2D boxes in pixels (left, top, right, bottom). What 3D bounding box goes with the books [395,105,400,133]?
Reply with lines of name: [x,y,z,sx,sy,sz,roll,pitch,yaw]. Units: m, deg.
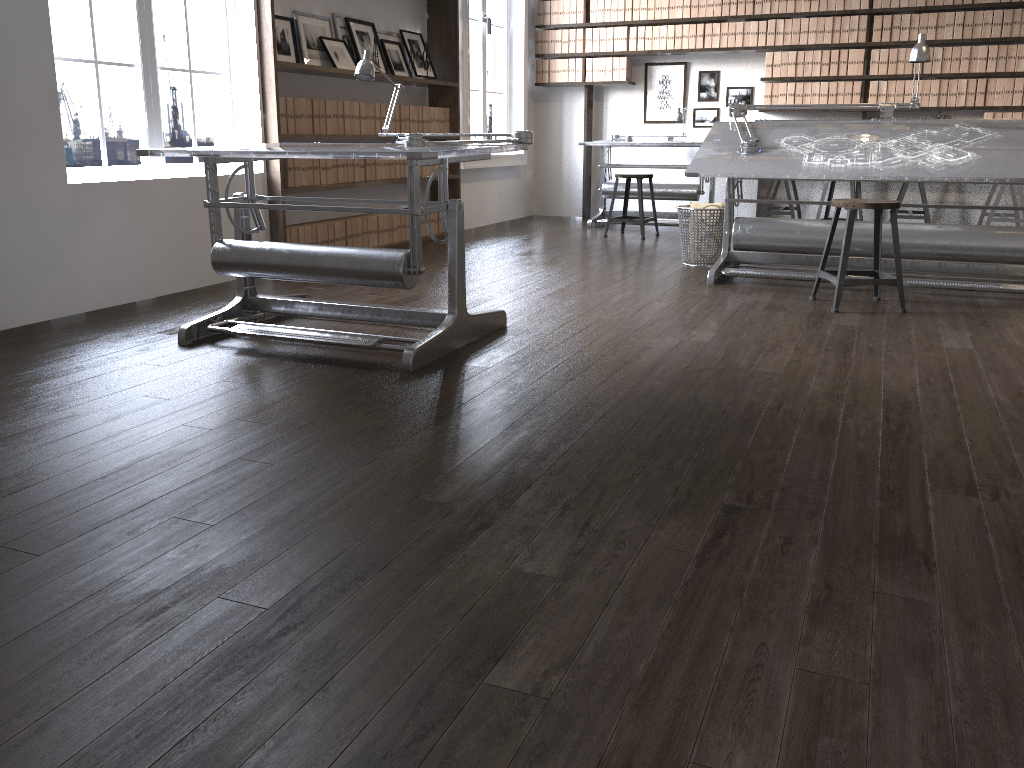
books: [-0.944,-2.002,6.719,0.175,0.223,0.067,6,14,22]

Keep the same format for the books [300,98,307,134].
books: [-1.402,-1.703,5.647,0.175,0.223,0.067,6,14,22]

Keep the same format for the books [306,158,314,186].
books: [-1.387,-1.405,5.763,0.175,0.223,0.067,6,14,22]

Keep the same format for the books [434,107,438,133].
books: [-0.698,-2.158,7.280,0.175,0.223,0.067,6,14,22]

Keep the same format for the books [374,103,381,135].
books: [-1.051,-1.930,6.462,0.175,0.223,0.067,6,14,22]

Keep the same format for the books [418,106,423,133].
books: [-0.804,-2.093,7.044,0.175,0.223,0.067,6,14,22]

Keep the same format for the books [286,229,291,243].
books: [-1.493,-0.872,5.622,0.175,0.223,0.067,6,14,22]

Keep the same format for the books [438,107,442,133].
books: [-0.674,-2.176,7.344,0.175,0.223,0.067,6,14,22]

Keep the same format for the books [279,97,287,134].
books: [-1.482,-1.651,5.459,0.175,0.223,0.067,6,14,22]

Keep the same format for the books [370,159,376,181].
books: [-1.088,-1.598,6.457,0.175,0.223,0.067,6,14,22]

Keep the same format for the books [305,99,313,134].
books: [-1.379,-1.720,5.707,0.175,0.223,0.067,6,14,22]

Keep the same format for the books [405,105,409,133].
books: [-0.887,-2.039,6.853,0.175,0.223,0.067,6,14,22]

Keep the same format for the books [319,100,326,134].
books: [-1.322,-1.757,5.841,0.175,0.223,0.067,6,14,22]

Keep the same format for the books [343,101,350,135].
books: [-1.207,-1.827,6.090,0.175,0.223,0.067,6,14,22]

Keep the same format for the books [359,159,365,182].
books: [-1.146,-1.561,6.322,0.175,0.223,0.067,6,14,22]

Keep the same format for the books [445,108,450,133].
books: [-0.617,-2.209,7.464,0.175,0.223,0.067,6,14,22]

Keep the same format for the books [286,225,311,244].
books: [-1.408,-0.925,5.812,0.175,0.223,0.067,6,14,22]

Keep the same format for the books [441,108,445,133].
books: [-0.649,-2.194,7.408,0.175,0.223,0.067,6,14,22]

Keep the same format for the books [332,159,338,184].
books: [-1.278,-1.474,6.010,0.175,0.223,0.067,6,14,22]

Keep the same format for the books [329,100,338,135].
books: [-1.266,-1.793,5.968,0.175,0.223,0.067,6,14,22]

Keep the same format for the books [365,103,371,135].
books: [-1.107,-1.896,6.337,0.175,0.223,0.067,6,14,22]

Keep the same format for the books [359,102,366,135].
books: [-1.130,-1.878,6.273,0.175,0.223,0.067,6,14,22]

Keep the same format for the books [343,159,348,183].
books: [-1.227,-1.508,6.131,0.175,0.223,0.067,6,14,22]

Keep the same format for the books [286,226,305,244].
books: [-1.434,-0.906,5.746,0.175,0.223,0.067,6,14,22]

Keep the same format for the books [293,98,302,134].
books: [-1.423,-1.687,5.588,0.175,0.223,0.067,6,14,22]

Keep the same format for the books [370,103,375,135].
books: [-1.081,-1.913,6.401,0.175,0.223,0.067,6,14,22]

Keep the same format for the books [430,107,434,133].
books: [-0.725,-2.142,7.220,0.175,0.223,0.067,6,14,22]

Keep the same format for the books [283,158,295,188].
books: [-1.463,-1.351,5.567,0.175,0.223,0.067,6,14,22]

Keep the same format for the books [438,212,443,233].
books: [-0.681,-1.395,7.499,0.175,0.223,0.067,6,14,22]

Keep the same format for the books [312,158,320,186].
books: [-1.358,-1.423,5.825,0.175,0.223,0.067,6,14,22]

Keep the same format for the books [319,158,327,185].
books: [-1.327,-1.440,5.887,0.175,0.223,0.067,6,14,22]

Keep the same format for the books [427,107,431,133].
books: [-0.751,-2.126,7.164,0.175,0.223,0.067,6,14,22]

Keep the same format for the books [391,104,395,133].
books: [-0.971,-1.983,6.650,0.175,0.223,0.067,6,14,22]

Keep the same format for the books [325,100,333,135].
books: [-1.290,-1.775,5.903,0.175,0.223,0.067,6,14,22]

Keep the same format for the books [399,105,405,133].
books: [-0.911,-2.020,6.783,0.175,0.223,0.067,6,14,22]

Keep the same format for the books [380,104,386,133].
books: [-1.020,-1.948,6.526,0.175,0.223,0.067,6,14,22]

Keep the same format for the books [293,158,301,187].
books: [-1.435,-1.369,5.632,0.175,0.223,0.067,6,14,22]

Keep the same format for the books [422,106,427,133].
books: [-0.772,-2.109,7.103,0.175,0.223,0.067,6,14,22]

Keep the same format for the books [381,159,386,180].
books: [-1.031,-1.633,6.580,0.175,0.223,0.067,6,14,22]

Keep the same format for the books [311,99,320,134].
books: [-1.345,-1.738,5.771,0.175,0.223,0.067,6,14,22]

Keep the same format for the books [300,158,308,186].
books: [-1.410,-1.387,5.698,0.175,0.223,0.067,6,14,22]

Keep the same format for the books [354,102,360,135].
books: [-1.160,-1.860,6.208,0.175,0.223,0.067,6,14,22]

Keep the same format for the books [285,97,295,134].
books: [-1.451,-1.669,5.523,0.175,0.223,0.067,6,14,22]

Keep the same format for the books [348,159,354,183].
books: [-1.200,-1.526,6.195,0.175,0.223,0.067,6,14,22]

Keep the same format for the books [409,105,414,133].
books: [-0.855,-2.057,6.915,0.175,0.223,0.067,6,14,22]

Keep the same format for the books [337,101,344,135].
books: [-1.239,-1.811,6.032,0.175,0.223,0.067,6,14,22]

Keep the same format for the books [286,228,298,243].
books: [-1.465,-0.889,5.684,0.175,0.223,0.067,6,14,22]

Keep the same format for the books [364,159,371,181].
books: [-1.112,-1.579,6.388,0.175,0.223,0.067,6,14,22]

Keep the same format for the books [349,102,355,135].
books: [-1.186,-1.844,6.152,0.175,0.223,0.067,6,14,22]

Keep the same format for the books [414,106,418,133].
books: [-0.831,-2.075,6.980,0.175,0.223,0.067,6,14,22]

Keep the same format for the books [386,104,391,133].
books: [-0.992,-1.966,6.591,0.175,0.223,0.067,6,14,22]

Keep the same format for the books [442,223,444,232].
books: [-0.657,-1.414,7.568,0.175,0.223,0.067,6,14,22]

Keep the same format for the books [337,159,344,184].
books: [-1.248,-1.490,6.068,0.175,0.223,0.067,6,14,22]
